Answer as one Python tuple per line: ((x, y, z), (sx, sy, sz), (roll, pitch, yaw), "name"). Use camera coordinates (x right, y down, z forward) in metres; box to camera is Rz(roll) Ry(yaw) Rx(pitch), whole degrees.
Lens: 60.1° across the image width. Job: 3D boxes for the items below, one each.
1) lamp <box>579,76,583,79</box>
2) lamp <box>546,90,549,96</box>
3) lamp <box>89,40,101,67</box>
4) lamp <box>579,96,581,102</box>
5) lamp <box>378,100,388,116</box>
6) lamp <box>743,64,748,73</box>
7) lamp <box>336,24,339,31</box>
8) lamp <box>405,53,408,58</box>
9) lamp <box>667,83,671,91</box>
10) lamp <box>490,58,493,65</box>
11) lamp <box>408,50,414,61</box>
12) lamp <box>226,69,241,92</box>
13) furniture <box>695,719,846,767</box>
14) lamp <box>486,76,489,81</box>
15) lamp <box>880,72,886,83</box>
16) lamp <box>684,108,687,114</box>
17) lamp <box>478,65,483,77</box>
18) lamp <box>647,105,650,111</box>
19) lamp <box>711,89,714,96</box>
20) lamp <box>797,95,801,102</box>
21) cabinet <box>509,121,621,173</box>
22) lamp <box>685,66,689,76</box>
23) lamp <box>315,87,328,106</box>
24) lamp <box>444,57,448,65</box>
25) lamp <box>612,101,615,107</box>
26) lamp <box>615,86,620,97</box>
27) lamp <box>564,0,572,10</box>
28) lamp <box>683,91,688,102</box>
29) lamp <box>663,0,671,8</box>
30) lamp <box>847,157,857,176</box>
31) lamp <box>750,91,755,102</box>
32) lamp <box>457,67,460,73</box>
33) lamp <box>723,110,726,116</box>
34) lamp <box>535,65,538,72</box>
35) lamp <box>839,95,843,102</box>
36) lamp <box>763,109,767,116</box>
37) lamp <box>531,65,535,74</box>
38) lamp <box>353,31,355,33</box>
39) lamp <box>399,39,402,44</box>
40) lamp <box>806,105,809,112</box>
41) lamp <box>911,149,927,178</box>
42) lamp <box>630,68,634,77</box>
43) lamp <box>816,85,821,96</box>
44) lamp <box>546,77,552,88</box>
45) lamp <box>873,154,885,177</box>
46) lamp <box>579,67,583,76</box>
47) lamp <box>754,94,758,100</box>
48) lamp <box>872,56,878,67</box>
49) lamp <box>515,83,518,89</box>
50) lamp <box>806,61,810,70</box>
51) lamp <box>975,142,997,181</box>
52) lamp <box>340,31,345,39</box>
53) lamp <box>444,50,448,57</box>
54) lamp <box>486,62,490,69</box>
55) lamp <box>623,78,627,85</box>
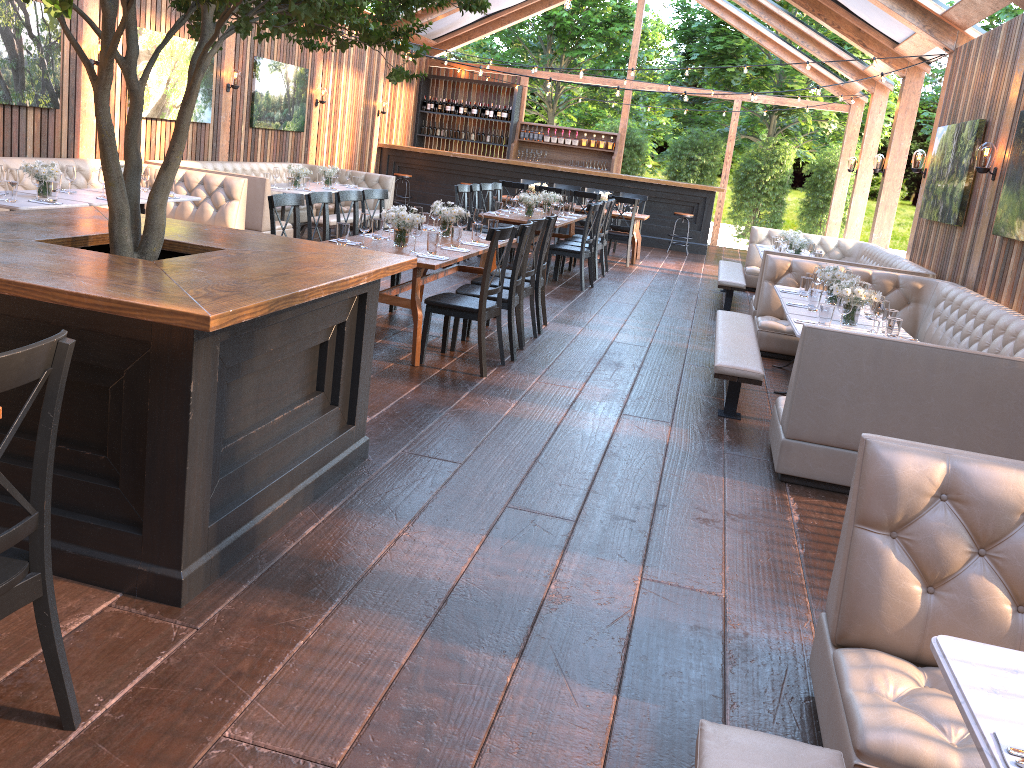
((1.162, -5.178, 14.837), (0.056, 0.119, 0.057), (11, 13, 17), "lamp")
((0.741, -6.058, 18.419), (0.056, 0.117, 0.061), (10, 13, 11), "lamp")
((-4.409, -3.502, 9.434), (0.178, 0.316, 0.148), (10, 12, 11), "lamp")
((1.394, -5.822, 18.089), (0.056, 0.119, 0.057), (-5, 17, -44), "lamp")
((-2.525, -5.403, 17.342), (0.178, 0.316, 0.148), (10, 12, 11), "lamp")
((2.932, -3.961, 11.115), (0.056, 0.113, 0.076), (0, 15, -32), "lamp")
((-2.846, -5.785, 14.345), (0.056, 0.116, 0.066), (1, 14, -28), "lamp")
((-1.634, -5.101, 13.674), (0.057, 0.119, 0.057), (14, 14, 27), "lamp")
((2.665, -5.027, 14.984), (0.057, 0.119, 0.057), (14, 14, 30), "lamp")
((-0.349, -5.364, 14.717), (0.056, 0.118, 0.057), (1, 14, -28), "lamp")
((-1.085, -3.537, 9.529), (0.056, 0.119, 0.057), (7, 12, -1), "lamp")
((-3.784, -4.132, 12.056), (0.178, 0.316, 0.148), (10, 12, 11), "lamp")
((0.287, 1.213, 0.888), (0.313, 0.393, 2.357), (10, 15, 11), "furniture")
((-0.534, -6.597, 19.100), (0.058, 0.118, 0.057), (-1, 15, -33), "lamp")
((4.188, -3.459, 9.988), (0.069, 0.115, 0.057), (12, 13, 18), "lamp")
((3.335, -5.242, 17.008), (0.056, 0.119, 0.057), (1, 14, -26), "lamp")
((-0.338, -3.392, 9.586), (0.057, 0.119, 0.057), (15, 14, 30), "lamp")
((2.688, -5.414, 17.376), (0.056, 0.119, 0.057), (3, 13, -19), "lamp")
((3.417, -4.963, 15.055), (0.057, 0.119, 0.057), (14, 14, 27), "lamp")
((4.935, -4.908, 15.201), (0.056, 0.119, 0.057), (5, 12, -10), "lamp")
((1.066, -4.514, 19.179), (2.279, 2.066, 0.499), (10, 12, 12), "cabinet")
((2.281, -4.069, 11.510), (0.056, 0.119, 0.057), (5, 13, -12), "lamp")
((-3.155, -4.767, 14.695), (0.178, 0.316, 0.148), (10, 12, 11), "lamp")
((-0.993, -4.860, 13.318), (0.056, 0.119, 0.057), (-4, 17, -43), "lamp")
((2.033, -5.602, 17.720), (0.059, 0.118, 0.057), (4, 13, -15), "lamp")
((1.167, -3.218, 9.735), (0.056, 0.119, 0.057), (10, 12, 10), "lamp")
((0.415, -2.814, 6.512), (0.056, 0.119, 0.057), (-2, 15, -37), "lamp")
((1.931, -3.187, 9.804), (0.056, 0.118, 0.057), (1, 14, -28), "lamp")
((1.082, -2.678, 6.155), (0.056, 0.119, 0.057), (12, 13, 20), "lamp")
((5.991, -3.832, 15.565), (0.178, 0.316, 0.148), (10, 12, 11), "lamp")
((2.689, -3.210, 9.877), (0.056, 0.119, 0.057), (9, 12, 8), "lamp")
((-1.168, -6.890, 19.410), (0.056, 0.116, 0.068), (7, 12, -2), "lamp")
((3.995, -5.098, 16.649), (0.056, 0.119, 0.057), (2, 13, -22), "lamp")
((0.402, -5.266, 14.782), (0.056, 0.118, 0.057), (0, 14, -32), "lamp")
((5.679, -4.939, 15.281), (0.057, 0.116, 0.067), (12, 13, 19), "lamp")
((4.647, -4.985, 16.248), (0.065, 0.117, 0.057), (10, 13, 14), "lamp")
((0.301, -4.477, 12.596), (0.056, 0.119, 0.057), (3, 13, -20), "lamp")
((-2.572, -5.800, 14.507), (0.056, 0.119, 0.057), (1, 14, -27), "lamp")
((-1.834, -5.628, 14.597), (0.061, 0.117, 0.057), (14, 14, 27), "lamp")
((5.306, -4.935, 15.870), (0.056, 0.118, 0.057), (12, 13, 19), "lamp")
((4.731, -2.561, 10.279), (0.178, 0.316, 0.148), (10, 12, 11), "lamp")
((1.619, -4.181, 11.865), (0.057, 0.119, 0.057), (13, 14, 26), "lamp")
((3.445, -3.295, 9.932), (0.057, 0.118, 0.059), (18, 16, 41), "lamp")
((0.409, -3.292, 9.672), (0.056, 0.119, 0.057), (11, 13, 17), "lamp")
((5.360, -3.196, 12.917), (0.178, 0.316, 0.148), (10, 12, 11), "lamp")
((0.964, -4.314, 12.227), (0.057, 0.118, 0.057), (9, 12, 5), "lamp")
((4.176, -4.921, 15.131), (0.056, 0.119, 0.057), (8, 12, 5), "lamp")
((4.269, -3.786, 10.395), (0.056, 0.117, 0.065), (4, 13, -14), "lamp")
((0.101, -6.318, 18.759), (0.056, 0.117, 0.062), (11, 13, 17), "lamp")
((3.601, -3.869, 10.750), (0.056, 0.113, 0.076), (9, 13, 10), "lamp")
((4.107, -1.931, 7.656), (0.178, 0.316, 0.148), (10, 12, 11), "lamp")
((-1.822, -3.717, 9.458), (0.057, 0.119, 0.056), (17, 16, 38), "lamp")
((-1.098, -5.481, 14.650), (0.056, 0.118, 0.060), (-1, 15, -34), "lamp")
((-0.351, -4.658, 12.947), (0.056, 0.118, 0.060), (5, 12, -9), "lamp")
((1.912, -5.102, 14.914), (0.057, 0.119, 0.056), (17, 15, 36), "lamp")
